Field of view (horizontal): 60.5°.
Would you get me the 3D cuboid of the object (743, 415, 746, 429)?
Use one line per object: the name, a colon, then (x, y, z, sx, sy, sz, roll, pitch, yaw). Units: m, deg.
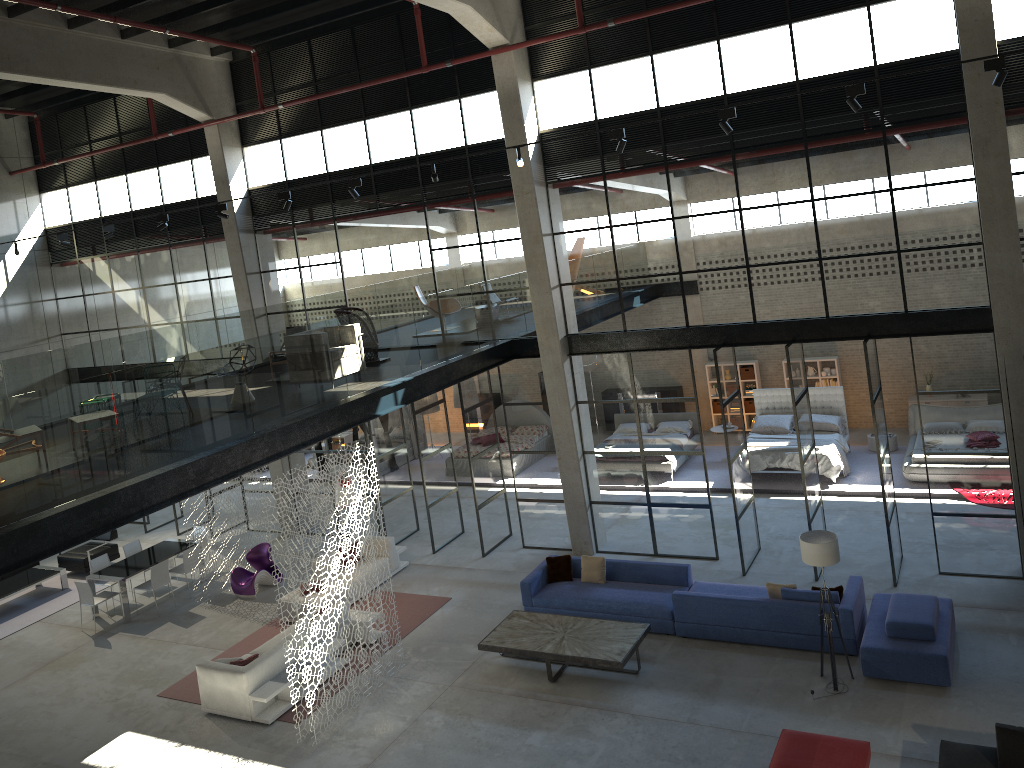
object: (5.603, 0.941, 21.660, 0.322, 0.295, 0.329, -4, 7, 29)

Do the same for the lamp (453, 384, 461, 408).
lamp: (-1.101, 0.810, 23.171, 0.807, 1.912, 0.682, -9, 3, -19)

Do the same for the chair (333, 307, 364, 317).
chair: (-2.699, -0.853, 15.298, 0.687, 0.980, 0.836, -8, 5, 0)

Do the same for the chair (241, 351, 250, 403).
chair: (-4.011, -0.126, 12.814, 0.566, 0.796, 0.611, -8, 5, -4)

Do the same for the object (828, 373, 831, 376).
object: (7.391, -0.218, 20.456, 0.066, 0.063, 0.066, -9, 6, -13)

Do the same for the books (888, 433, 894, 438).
books: (7.866, 1.072, 18.407, 0.227, 0.046, 0.306, -1, 12, 35)

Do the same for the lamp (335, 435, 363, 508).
lamp: (-2.671, 1.350, 13.944, 0.436, 1.094, 0.446, -6, 4, 38)

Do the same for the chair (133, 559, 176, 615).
chair: (-6.312, 3.557, 15.447, 0.542, 0.865, 0.426, -6, 4, 29)

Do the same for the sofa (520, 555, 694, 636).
sofa: (1.406, 3.068, 12.921, 2.322, 0.600, 1.074, -3, 10, 29)

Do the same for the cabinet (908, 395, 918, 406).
cabinet: (9.609, 0.633, 19.278, 1.543, 0.695, 0.540, -3, 7, 29)

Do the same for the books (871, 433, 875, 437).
books: (7.676, 1.080, 18.570, 0.134, 0.020, 0.196, -2, 11, 29)

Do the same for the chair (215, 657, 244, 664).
chair: (-3.751, 3.772, 11.825, 0.390, 0.270, 0.322, -7, 7, 4)

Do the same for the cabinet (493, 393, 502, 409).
cabinet: (-0.820, 0.890, 25.136, 1.034, 1.153, 0.457, -5, 4, 29)

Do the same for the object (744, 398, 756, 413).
object: (5.889, 0.519, 21.455, 0.322, 0.295, 0.329, -4, 7, 29)

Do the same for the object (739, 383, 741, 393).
object: (5.494, 0.128, 21.628, 0.322, 0.295, 0.329, -4, 7, 29)

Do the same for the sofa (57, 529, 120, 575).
sofa: (-8.747, 3.471, 18.118, 0.945, 0.754, 0.835, -4, 8, 29)

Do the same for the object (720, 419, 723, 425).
object: (5.269, 0.987, 21.823, 0.140, 0.234, 0.139, -10, 5, -24)

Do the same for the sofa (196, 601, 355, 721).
sofa: (-3.258, 3.798, 12.309, 0.942, 0.664, 2.179, -4, 10, 29)

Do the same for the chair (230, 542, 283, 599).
chair: (-4.589, 3.328, 15.720, 0.652, 0.743, 0.811, -5, 7, 29)

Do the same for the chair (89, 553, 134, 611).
chair: (-7.308, 3.597, 15.999, 0.542, 0.865, 0.426, -6, 4, 29)

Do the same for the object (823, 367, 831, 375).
object: (7.392, -0.299, 20.605, 0.174, 0.168, 0.176, -8, 6, -3)

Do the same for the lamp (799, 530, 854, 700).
lamp: (3.652, 2.672, 10.192, 0.426, 1.733, 0.678, -7, 3, 27)

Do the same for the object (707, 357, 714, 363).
object: (5.012, -0.615, 21.974, 0.232, 0.150, 0.054, -4, 4, 27)

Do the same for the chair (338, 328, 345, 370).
chair: (-2.854, -0.418, 13.450, 0.799, 0.827, 1.000, -5, 8, 29)

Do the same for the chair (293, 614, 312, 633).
chair: (-3.033, 3.522, 12.562, 0.268, 0.316, 0.399, -6, 7, 16)

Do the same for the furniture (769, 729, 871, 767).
furniture: (2.981, 3.762, 8.493, 0.850, 0.373, 0.871, -3, 10, 29)

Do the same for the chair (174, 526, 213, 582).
chair: (-6.161, 3.269, 16.925, 0.417, 0.865, 0.554, -6, 5, 29)

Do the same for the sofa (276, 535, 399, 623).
sofa: (-2.935, 3.282, 14.913, 0.936, 0.663, 2.188, -4, 10, 29)

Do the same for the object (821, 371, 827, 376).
object: (7.290, -0.238, 20.508, 0.115, 0.112, 0.118, -4, 7, 32)

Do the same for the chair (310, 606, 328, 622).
chair: (-2.859, 3.452, 12.809, 0.266, 0.320, 0.403, -5, 8, 31)

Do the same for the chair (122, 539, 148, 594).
chair: (-6.977, 3.440, 16.612, 0.542, 0.865, 0.426, -6, 4, 29)

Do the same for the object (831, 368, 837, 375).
object: (7.539, -0.288, 20.525, 0.144, 0.136, 0.141, -14, 9, -43)

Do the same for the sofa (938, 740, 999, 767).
sofa: (4.799, 3.592, 7.500, 2.094, 0.557, 1.102, -3, 10, 29)

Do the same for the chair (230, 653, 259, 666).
chair: (-3.527, 3.758, 11.675, 0.405, 0.333, 0.283, -10, 6, -16)

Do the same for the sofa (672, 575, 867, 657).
sofa: (3.435, 2.932, 11.779, 2.322, 0.717, 1.073, -3, 9, 29)

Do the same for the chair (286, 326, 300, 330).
chair: (-3.722, -0.538, 14.809, 0.516, 0.819, 0.566, -6, 5, 29)

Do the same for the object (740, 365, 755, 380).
object: (5.785, -0.283, 21.423, 0.322, 0.295, 0.329, -4, 7, 29)

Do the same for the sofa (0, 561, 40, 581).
sofa: (-10.651, 3.898, 17.227, 0.816, 0.751, 2.500, -4, 10, 29)

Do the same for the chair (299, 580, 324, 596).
chair: (-3.266, 3.308, 14.332, 0.417, 0.107, 0.409, -10, 10, -14)

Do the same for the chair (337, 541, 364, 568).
chair: (-2.815, 2.987, 15.344, 0.415, 0.333, 0.256, -12, 6, -28)

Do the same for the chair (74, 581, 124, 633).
chair: (-7.128, 3.728, 15.134, 0.417, 0.865, 0.554, -6, 5, 29)

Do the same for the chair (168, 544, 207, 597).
chair: (-5.981, 3.400, 16.061, 0.542, 0.865, 0.426, -6, 4, 29)

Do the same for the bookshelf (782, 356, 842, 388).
bookshelf: (7.165, 0.266, 20.752, 1.232, 1.747, 0.334, -5, 3, 29)

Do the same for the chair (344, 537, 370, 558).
chair: (-2.739, 2.941, 15.534, 0.384, 0.335, 0.253, -11, 6, -27)

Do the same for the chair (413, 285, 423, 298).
chair: (-1.514, -1.685, 18.866, 0.988, 1.021, 0.790, -12, 6, -32)

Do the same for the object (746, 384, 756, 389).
object: (5.859, 0.055, 21.448, 0.258, 0.133, 0.059, -3, 5, 29)

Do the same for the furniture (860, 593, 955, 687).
furniture: (4.836, 2.979, 10.709, 0.944, 0.550, 1.566, -3, 10, 29)

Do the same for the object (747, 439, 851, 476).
object: (5.577, 1.474, 17.682, 2.267, 0.654, 0.664, -2, 8, 32)

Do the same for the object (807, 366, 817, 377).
object: (7.065, -0.306, 20.684, 0.166, 0.249, 0.166, -9, 5, -16)

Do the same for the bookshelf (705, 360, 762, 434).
bookshelf: (5.523, 0.335, 21.651, 1.232, 1.747, 0.334, -5, 3, 29)

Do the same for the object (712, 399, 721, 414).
object: (5.203, 0.550, 21.835, 0.322, 0.295, 0.329, -4, 7, 29)
